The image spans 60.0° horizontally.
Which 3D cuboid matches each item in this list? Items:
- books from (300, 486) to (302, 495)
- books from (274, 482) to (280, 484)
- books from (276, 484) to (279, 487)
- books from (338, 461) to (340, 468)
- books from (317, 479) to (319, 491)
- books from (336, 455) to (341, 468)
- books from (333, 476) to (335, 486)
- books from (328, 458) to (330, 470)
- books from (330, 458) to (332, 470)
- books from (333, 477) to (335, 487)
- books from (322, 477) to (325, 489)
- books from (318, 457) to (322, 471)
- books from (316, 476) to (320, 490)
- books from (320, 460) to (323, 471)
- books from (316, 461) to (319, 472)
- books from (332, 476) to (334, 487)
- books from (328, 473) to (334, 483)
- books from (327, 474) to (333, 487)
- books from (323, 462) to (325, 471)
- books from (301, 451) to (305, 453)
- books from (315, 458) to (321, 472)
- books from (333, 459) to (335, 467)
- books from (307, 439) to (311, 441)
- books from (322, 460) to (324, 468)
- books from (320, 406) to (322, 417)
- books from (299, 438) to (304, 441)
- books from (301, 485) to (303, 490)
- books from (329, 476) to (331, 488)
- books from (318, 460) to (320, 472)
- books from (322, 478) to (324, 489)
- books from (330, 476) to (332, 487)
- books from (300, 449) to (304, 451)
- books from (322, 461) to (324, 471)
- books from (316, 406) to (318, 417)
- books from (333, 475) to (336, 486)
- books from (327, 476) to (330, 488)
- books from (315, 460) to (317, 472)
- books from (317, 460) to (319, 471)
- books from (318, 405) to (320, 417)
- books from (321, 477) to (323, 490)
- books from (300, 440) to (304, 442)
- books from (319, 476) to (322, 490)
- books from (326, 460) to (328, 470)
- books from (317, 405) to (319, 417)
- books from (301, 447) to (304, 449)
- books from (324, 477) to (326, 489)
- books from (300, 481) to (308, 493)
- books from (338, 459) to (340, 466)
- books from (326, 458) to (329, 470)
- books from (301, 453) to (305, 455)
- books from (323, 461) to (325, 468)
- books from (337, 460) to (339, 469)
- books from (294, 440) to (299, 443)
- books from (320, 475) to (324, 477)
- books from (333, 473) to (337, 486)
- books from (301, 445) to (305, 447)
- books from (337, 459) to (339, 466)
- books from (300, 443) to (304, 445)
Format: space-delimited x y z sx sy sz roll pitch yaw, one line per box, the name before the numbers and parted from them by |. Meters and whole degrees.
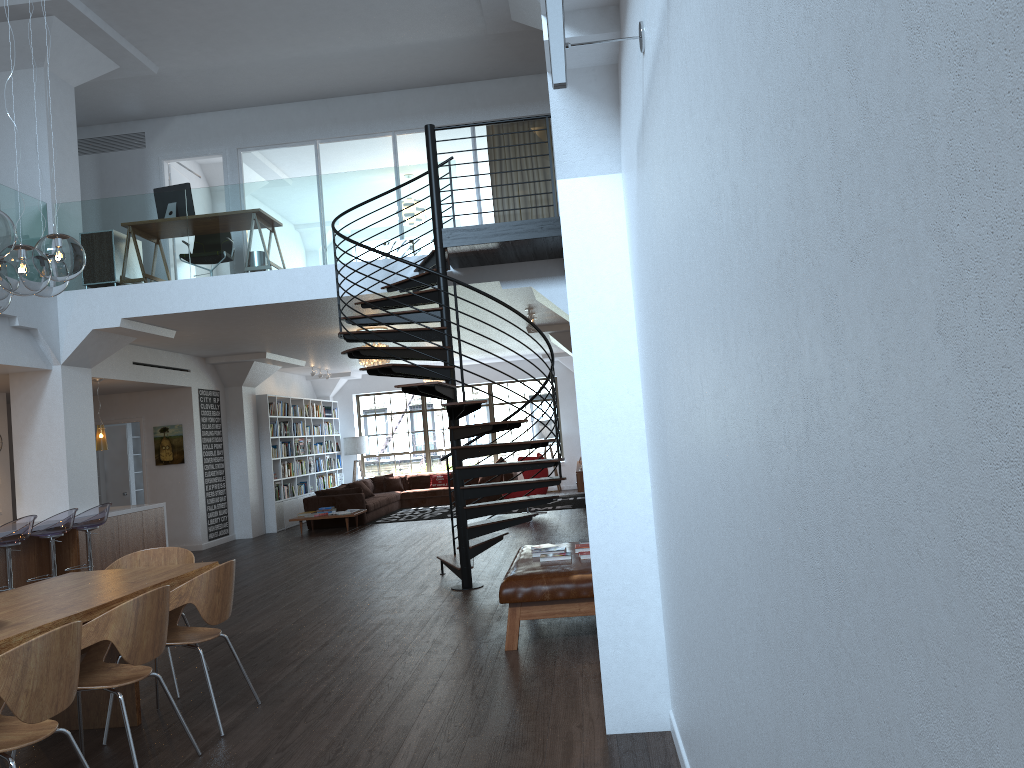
books | -4.107 2.049 17.042 0.120 0.167 0.020 -5 -3 4
books | -4.238 1.758 15.694 0.223 0.027 0.161 -6 -3 14
books | -4.242 1.796 15.715 0.174 0.045 0.240 -5 -3 -6
books | -3.932 1.777 19.737 0.161 0.213 0.118 -5 -3 4
books | -4.043 2.069 18.110 0.168 0.231 0.037 -5 -3 4
books | -3.927 1.746 19.890 0.176 0.290 0.053 -5 -3 4
books | -3.950 2.120 19.304 0.159 0.241 0.038 -5 -3 4
books | -4.007 1.724 18.998 0.183 0.253 0.039 -5 -3 4
books | -3.988 1.731 19.186 0.183 0.253 0.042 -5 -3 4
books | -3.936 2.133 19.258 0.144 0.207 0.048 -5 -3 4
books | -3.998 2.075 18.509 0.183 0.253 0.034 -5 -3 4
books | -4.052 1.675 18.397 0.176 0.293 0.125 -5 -3 4
books | -4.041 2.045 18.164 0.198 0.284 0.066 -5 -3 4
books | -4.038 1.703 18.483 0.174 0.242 0.105 -5 -3 4
books | -4.062 1.686 18.143 0.174 0.243 0.085 -5 -3 4
books | -3.957 2.110 19.164 0.189 0.247 0.057 -5 -3 4
books | -3.938 2.085 19.215 0.140 0.298 0.044 -5 -3 4
books | -3.976 2.090 19.105 0.198 0.284 0.066 -5 -3 4
books | -4.024 1.720 18.609 0.161 0.222 0.084 -5 -3 4
books | -4.171 1.341 17.352 0.160 0.039 0.251 -5 -3 9
books | -4.061 1.674 18.335 0.197 0.290 0.136 -5 -3 4
books | -3.970 1.755 19.409 0.168 0.228 0.139 -5 -3 4
books | -4.160 1.123 17.724 0.224 0.030 0.161 -6 -3 14
books | -4.035 1.706 18.580 0.159 0.248 0.089 -5 -3 4
books | -4.121 0.590 18.737 0.183 0.253 0.034 -5 -3 4
books | -4.186 1.093 17.388 0.129 0.043 0.185 -6 -3 19
books | -4.103 2.051 17.143 0.126 0.173 0.032 -5 -3 4
books | -3.975 2.096 18.935 0.183 0.253 0.036 -5 -3 4
books | -4.051 1.686 18.230 0.182 0.253 0.098 -5 -3 4
books | -4.011 2.081 18.471 0.174 0.240 0.045 -5 -3 4
books | -3.963 2.100 19.044 0.183 0.253 0.037 -5 -3 4
books | -4.199 1.304 17.352 0.180 0.042 0.259 -5 -3 4
books | -4.037 1.702 18.537 0.170 0.251 0.118 -5 -3 4
books | -4.142 0.582 18.486 0.171 0.246 0.057 -5 -3 4
books | -3.943 2.119 19.350 0.171 0.246 0.057 -5 -3 4
books | -3.981 2.093 18.864 0.183 0.253 0.036 -5 -3 4
books | -4.072 1.676 18.042 0.182 0.255 0.077 -5 -3 4
books | -4.066 1.683 18.184 0.182 0.255 0.077 -5 -3 4
books | -4.132 0.584 18.602 0.183 0.253 0.034 -5 -3 4
books | -4.013 2.068 18.349 0.183 0.253 0.034 -5 -3 4
books | -4.190 1.127 17.391 0.144 0.024 0.208 -5 -3 9
books | -4.025 2.046 18.274 0.176 0.290 0.053 -5 -3 4
books | -4.008 1.729 18.852 0.161 0.223 0.030 -5 -3 4
books | -4.138 0.583 18.569 0.183 0.253 0.034 -5 -3 4
books | -4.188 1.259 17.367 0.168 0.045 0.231 -5 -3 -1
books | -4.000 2.077 18.592 0.180 0.259 0.060 -5 -3 4
books | -4.090 2.036 17.427 0.140 0.231 0.042 -5 -3 4
books | -3.933 1.781 19.787 0.161 0.213 0.146 -5 -3 4
books | -4.005 1.716 18.893 0.174 0.251 0.051 -5 -3 4
books | -4.165 1.380 17.352 0.171 0.039 0.246 -5 -3 4
books | -4.023 1.723 18.643 0.161 0.218 0.101 -5 -3 4
books | -3.940 1.761 19.638 0.172 0.235 0.112 -5 -3 4
books | -4.209 1.106 16.980 0.174 0.045 0.240 -5 -3 4
books | -4.006 2.059 18.545 0.176 0.290 0.036 -5 -3 4
books | -3.941 2.101 19.434 0.176 0.290 0.053 -5 -3 4
books | -4.184 1.216 17.364 0.183 0.042 0.253 -5 -3 4
books | -3.940 1.773 19.699 0.161 0.218 0.101 -5 -3 4
books | -4.193 1.181 17.373 0.161 0.033 0.223 -5 -3 4
